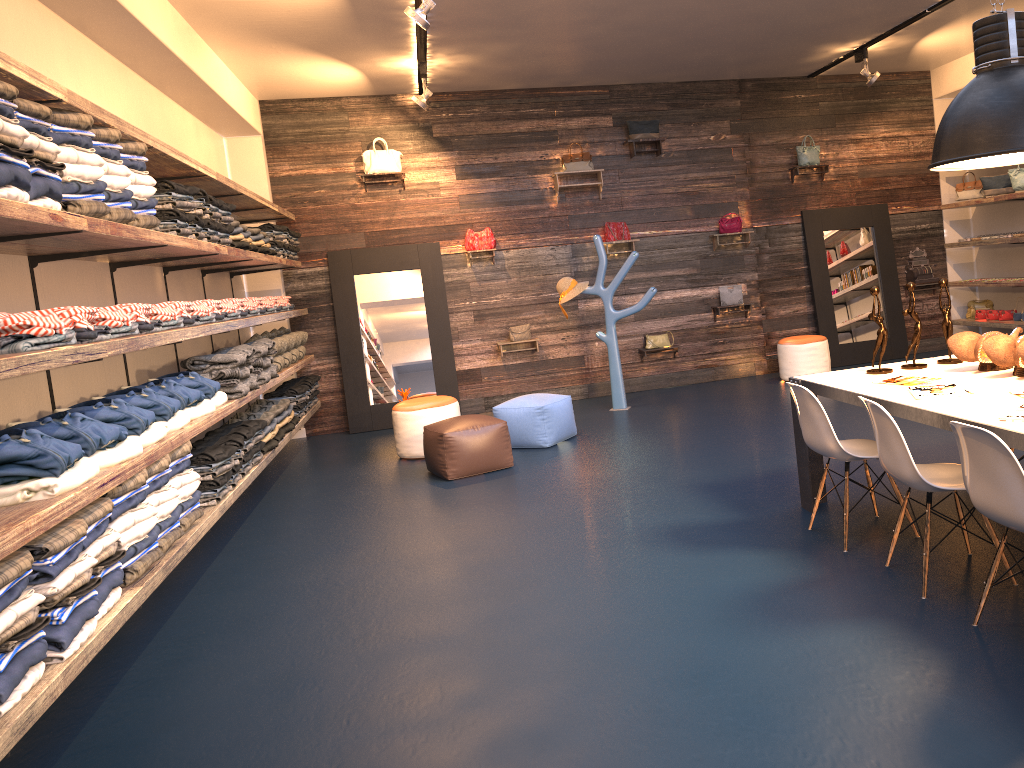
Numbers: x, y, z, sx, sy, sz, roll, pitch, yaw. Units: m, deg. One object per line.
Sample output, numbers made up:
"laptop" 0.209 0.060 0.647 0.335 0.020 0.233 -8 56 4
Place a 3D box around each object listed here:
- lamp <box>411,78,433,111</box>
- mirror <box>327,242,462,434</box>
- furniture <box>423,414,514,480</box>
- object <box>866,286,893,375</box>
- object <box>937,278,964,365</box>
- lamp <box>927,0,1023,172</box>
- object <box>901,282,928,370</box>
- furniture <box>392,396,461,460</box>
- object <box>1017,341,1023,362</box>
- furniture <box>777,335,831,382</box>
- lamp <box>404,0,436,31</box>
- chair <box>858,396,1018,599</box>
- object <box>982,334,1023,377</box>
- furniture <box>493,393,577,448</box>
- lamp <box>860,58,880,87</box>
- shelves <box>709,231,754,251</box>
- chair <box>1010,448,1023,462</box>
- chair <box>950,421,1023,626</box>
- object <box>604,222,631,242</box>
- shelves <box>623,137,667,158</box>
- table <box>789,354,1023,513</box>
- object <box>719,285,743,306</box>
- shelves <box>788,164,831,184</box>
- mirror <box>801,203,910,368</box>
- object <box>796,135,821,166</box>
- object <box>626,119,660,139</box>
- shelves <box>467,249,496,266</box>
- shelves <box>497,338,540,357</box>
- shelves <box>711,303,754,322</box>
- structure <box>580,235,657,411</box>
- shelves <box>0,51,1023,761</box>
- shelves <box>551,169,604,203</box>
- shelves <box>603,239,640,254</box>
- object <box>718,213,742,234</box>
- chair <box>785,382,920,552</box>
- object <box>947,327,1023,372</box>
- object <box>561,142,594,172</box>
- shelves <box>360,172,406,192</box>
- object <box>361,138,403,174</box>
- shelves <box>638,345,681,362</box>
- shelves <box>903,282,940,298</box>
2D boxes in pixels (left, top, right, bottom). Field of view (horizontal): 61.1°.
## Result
"lamp" -0.842 -2.707 8.141 0.222 0.326 0.196 -3 6 34
"mirror" -1.241 -0.509 9.260 1.202 1.911 0.257 -7 4 -14
"furniture" -0.350 0.457 6.747 0.696 0.421 0.604 -9 7 -25
"object" 1.950 -0.292 4.655 0.140 0.467 0.140 -6 4 2
"object" 2.385 -0.348 4.764 0.151 0.467 0.128 -9 5 -33
"lamp" 2.056 -1.779 3.689 0.654 1.641 0.748 -4 5 27
"object" 2.160 -0.319 4.706 0.129 0.467 0.151 -4 5 34
"furniture" -0.734 0.368 7.573 0.596 0.478 0.567 -7 6 -7
"object" 2.499 -0.123 3.906 0.474 0.202 0.206 -10 6 -30
"furniture" 3.285 -0.295 9.769 0.596 0.478 0.567 -7 6 -7
"lamp" -0.592 -2.427 5.587 0.222 0.326 0.196 -3 6 34
"chair" 1.776 0.424 3.667 0.552 0.798 0.462 -6 5 -2
"object" 2.475 -0.149 4.148 0.474 0.202 0.206 -10 6 -30
"furniture" 0.196 0.301 7.600 0.603 0.421 0.697 -3 7 30
"lamp" 3.801 -3.300 9.241 0.222 0.326 0.196 -3 6 34
"shelves" 2.588 -1.680 10.211 0.514 0.184 0.194 -7 6 -13
"chair" 2.846 0.208 4.581 0.562 0.798 0.453 -7 5 -9
"chair" 1.838 0.495 3.021 0.566 0.798 0.450 -7 5 -11
"object" 1.199 -1.725 9.821 0.341 0.254 0.129 -9 5 -24
"shelves" 1.517 -2.683 9.876 0.469 0.178 0.237 -7 6 -12
"table" 2.322 0.381 3.816 1.275 0.738 2.468 -7 7 -7
"object" 2.586 -1.047 10.220 0.273 0.229 0.080 -6 4 4
"shelves" 3.579 -2.521 10.411 0.469 0.177 0.237 -7 6 -12
"mirror" 4.204 -1.215 10.628 1.202 1.911 0.257 -7 4 -14
"object" 3.544 -2.785 10.381 0.393 0.365 0.165 -8 5 -24
"object" 1.497 -2.881 9.855 0.441 0.231 0.169 -8 5 -19
"shelves" -0.325 -1.376 9.454 0.315 0.157 0.237 -7 6 -11
"shelves" 0.073 -0.406 9.596 0.469 0.143 0.237 -7 6 -12
"shelves" 2.602 -0.842 10.227 0.469 0.183 0.237 -7 6 -12
"structure" 1.050 -0.638 8.904 0.927 1.801 0.180 -5 4 14
"shelves" 2.414 -0.227 1.827 8.923 2.220 16.366 -7 7 -7
"shelves" 0.750 -2.206 9.697 0.580 0.316 0.236 -7 5 -13
"shelves" 1.211 -1.512 9.842 0.469 0.210 0.237 -7 6 -12
"object" 2.557 -1.887 10.185 0.259 0.242 0.209 -7 5 -14
"chair" 1.670 0.358 4.310 0.566 0.798 0.450 -7 5 -11
"object" 2.451 -0.178 4.410 0.470 0.202 0.208 -9 6 -25
"object" 0.722 -2.527 9.679 0.355 0.334 0.164 -6 5 -1
"shelves" -1.350 -2.132 9.165 0.469 0.157 0.237 -7 6 -12
"object" -1.367 -2.400 9.149 0.454 0.384 0.180 -9 5 -24
"shelves" 1.712 -0.344 10.016 0.469 0.157 0.237 -7 6 -12
"shelves" 5.160 -1.179 10.872 0.469 0.157 0.237 -7 6 -12
